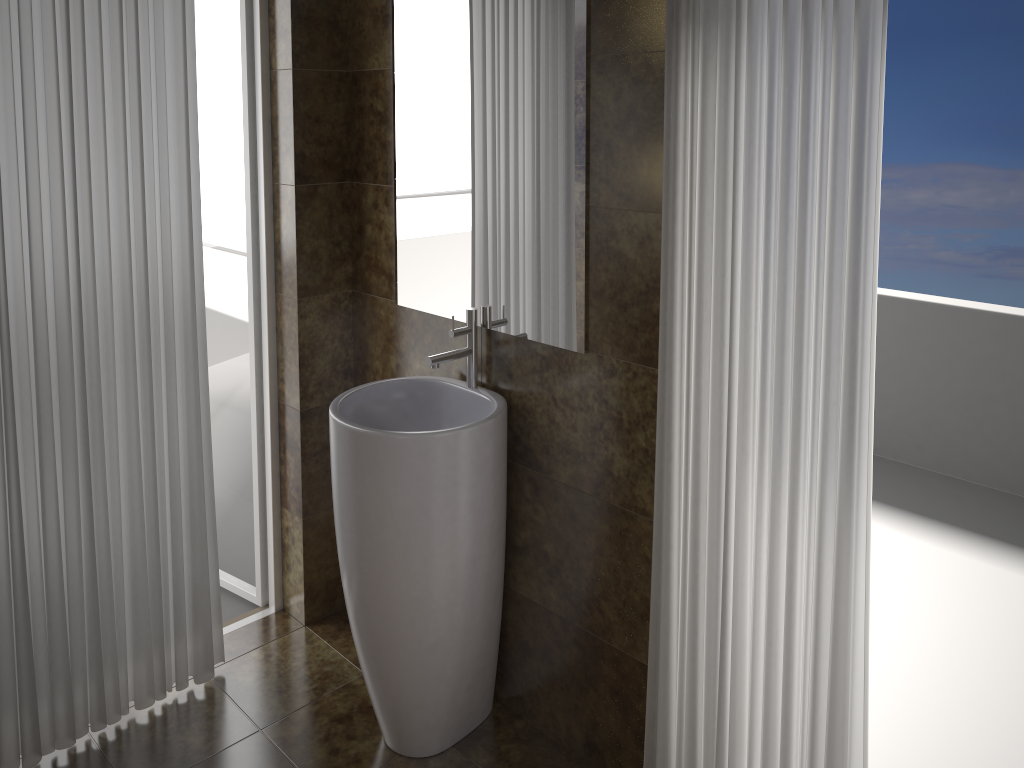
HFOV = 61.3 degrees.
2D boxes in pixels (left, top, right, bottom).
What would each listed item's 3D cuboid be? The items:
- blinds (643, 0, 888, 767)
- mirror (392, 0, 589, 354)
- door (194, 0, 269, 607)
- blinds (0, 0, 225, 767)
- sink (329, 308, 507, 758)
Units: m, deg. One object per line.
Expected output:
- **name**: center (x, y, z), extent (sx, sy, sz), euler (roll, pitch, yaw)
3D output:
- **blinds**: center (0.488, -0.034, 1.737), extent (0.068, 2.184, 0.525), euler (-5, 7, -44)
- **mirror**: center (-0.089, -0.684, 2.336), extent (0.008, 1.051, 0.781), euler (-5, 10, -43)
- **door**: center (-1.211, -0.401, 3.094), extent (0.970, 2.148, 0.041), euler (5, 7, 36)
- **blinds**: center (-1.061, -0.188, 2.254), extent (0.610, 2.196, 0.068), euler (-6, 8, -45)
- **sink**: center (-0.249, 0.383, 2.269), extent (0.444, 1.096, 0.466), euler (-6, 9, -41)
